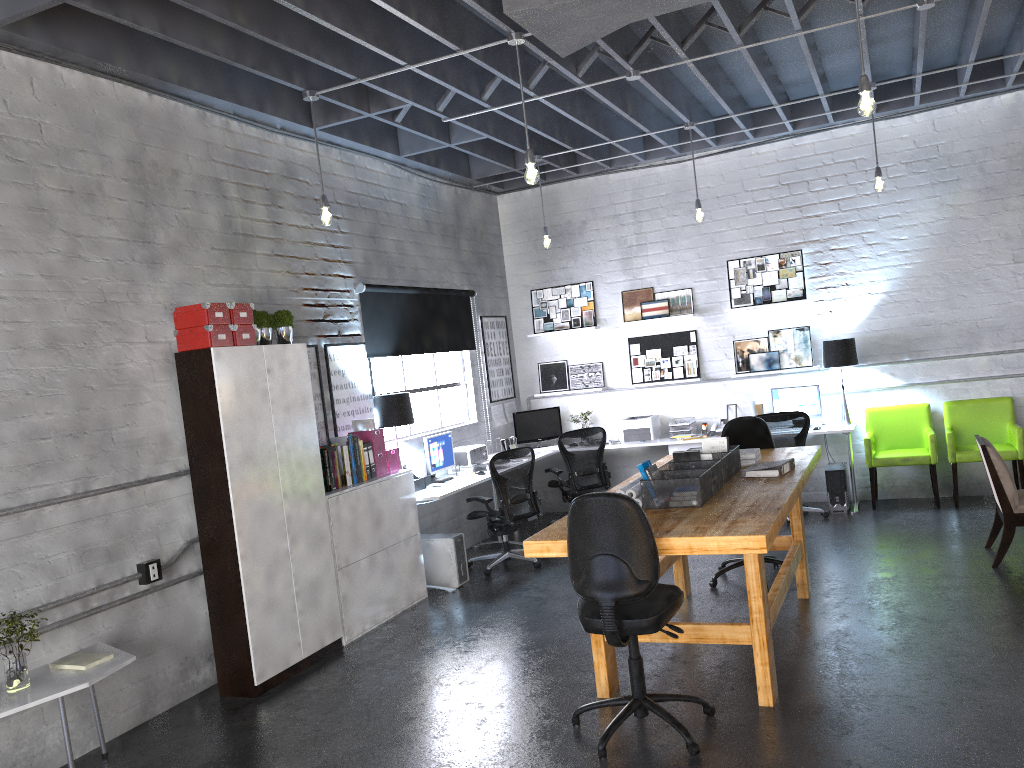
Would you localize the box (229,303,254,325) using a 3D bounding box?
[{"bbox_3d":[-1.738,-0.412,5.398,0.268,0.133,0.206,-6,2,24],"label":"box"}]

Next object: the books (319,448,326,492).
[{"bbox_3d":[-1.390,0.603,6.111,0.180,0.310,0.060,-6,3,24],"label":"books"}]

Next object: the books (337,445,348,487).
[{"bbox_3d":[-1.276,0.592,6.328,0.170,0.293,0.057,-6,3,24],"label":"books"}]

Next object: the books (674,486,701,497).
[{"bbox_3d":[0.920,0.562,4.659,0.127,0.022,0.181,-6,2,19],"label":"books"}]

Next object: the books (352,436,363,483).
[{"bbox_3d":[-1.209,0.557,6.502,0.197,0.339,0.065,-6,3,24],"label":"books"}]

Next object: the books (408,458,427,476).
[{"bbox_3d":[-0.811,0.764,7.620,0.179,0.248,0.026,-6,3,24],"label":"books"}]

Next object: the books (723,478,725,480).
[{"bbox_3d":[1.137,0.571,5.283,0.248,0.021,0.176,-6,2,25],"label":"books"}]

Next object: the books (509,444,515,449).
[{"bbox_3d":[0.015,0.681,9.440,0.037,0.076,0.101,-5,3,39],"label":"books"}]

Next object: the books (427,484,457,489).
[{"bbox_3d":[-0.587,0.853,7.414,0.158,0.012,0.209,-8,2,-43],"label":"books"}]

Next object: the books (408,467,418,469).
[{"bbox_3d":[-0.848,0.804,7.584,0.133,0.176,0.009,-6,3,19],"label":"books"}]

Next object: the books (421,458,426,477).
[{"bbox_3d":[-0.815,0.765,7.607,0.177,0.246,0.026,-6,3,24],"label":"books"}]

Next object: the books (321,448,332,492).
[{"bbox_3d":[-1.351,0.601,6.146,0.182,0.302,0.034,-6,3,24],"label":"books"}]

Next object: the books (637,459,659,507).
[{"bbox_3d":[0.750,0.524,4.723,0.108,0.234,0.165,-6,2,24],"label":"books"}]

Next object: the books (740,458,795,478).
[{"bbox_3d":[1.535,0.503,5.325,0.244,0.067,0.298,-6,2,34],"label":"books"}]

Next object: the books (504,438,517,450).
[{"bbox_3d":[-0.010,0.653,9.445,0.017,0.121,0.183,-5,3,39],"label":"books"}]

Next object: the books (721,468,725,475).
[{"bbox_3d":[1.133,0.531,5.281,0.248,0.021,0.176,-6,2,23],"label":"books"}]

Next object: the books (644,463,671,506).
[{"bbox_3d":[0.776,0.534,4.697,0.097,0.209,0.157,-6,2,24],"label":"books"}]

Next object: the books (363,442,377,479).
[{"bbox_3d":[-1.147,0.581,6.680,0.220,0.271,0.082,-6,3,24],"label":"books"}]

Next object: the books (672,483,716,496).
[{"bbox_3d":[1.006,0.590,4.968,0.250,0.031,0.185,-6,2,21],"label":"books"}]

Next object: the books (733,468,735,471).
[{"bbox_3d":[1.240,0.543,5.486,0.249,0.031,0.184,-6,2,26],"label":"books"}]

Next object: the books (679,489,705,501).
[{"bbox_3d":[0.928,0.583,4.663,0.141,0.021,0.203,-6,2,25],"label":"books"}]

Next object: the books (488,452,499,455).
[{"bbox_3d":[-0.100,0.712,9.142,0.297,0.006,0.210,-6,2,24],"label":"books"}]

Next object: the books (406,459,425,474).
[{"bbox_3d":[-0.823,0.768,7.592,0.173,0.243,0.026,-6,3,24],"label":"books"}]

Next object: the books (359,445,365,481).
[{"bbox_3d":[-1.176,0.588,6.542,0.161,0.266,0.026,-6,3,24],"label":"books"}]

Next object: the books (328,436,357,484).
[{"bbox_3d":[-1.230,0.557,6.445,0.176,0.346,0.052,-6,3,24],"label":"books"}]

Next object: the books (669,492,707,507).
[{"bbox_3d":[0.928,0.608,4.665,0.155,0.029,0.225,-6,2,24],"label":"books"}]

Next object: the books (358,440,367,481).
[{"bbox_3d":[-1.164,0.570,6.564,0.159,0.299,0.026,-6,3,24],"label":"books"}]

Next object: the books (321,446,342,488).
[{"bbox_3d":[-1.294,0.592,6.291,0.159,0.299,0.026,-6,3,24],"label":"books"}]

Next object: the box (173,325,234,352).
[{"bbox_3d":[-1.806,-0.267,5.213,0.270,0.131,0.206,-6,2,24],"label":"box"}]

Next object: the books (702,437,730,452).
[{"bbox_3d":[1.299,0.447,5.643,0.171,0.211,0.046,-6,3,24],"label":"books"}]

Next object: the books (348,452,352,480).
[{"bbox_3d":[-1.241,0.599,6.409,0.161,0.266,0.027,-6,3,24],"label":"books"}]

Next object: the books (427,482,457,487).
[{"bbox_3d":[-0.583,0.842,7.416,0.170,0.010,0.212,-8,2,-40],"label":"books"}]

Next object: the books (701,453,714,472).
[{"bbox_3d":[1.101,0.496,5.144,0.143,0.188,0.061,-6,3,24],"label":"books"}]

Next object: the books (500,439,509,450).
[{"bbox_3d":[-0.058,0.649,9.500,0.052,0.109,0.133,-5,3,39],"label":"books"}]

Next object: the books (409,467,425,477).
[{"bbox_3d":[-0.804,0.800,7.560,0.134,0.176,0.020,-6,3,24],"label":"books"}]

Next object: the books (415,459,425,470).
[{"bbox_3d":[-0.820,0.768,7.595,0.173,0.243,0.026,-6,3,24],"label":"books"}]

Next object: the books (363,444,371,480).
[{"bbox_3d":[-1.171,0.587,6.625,0.219,0.267,0.060,-5,3,29],"label":"books"}]

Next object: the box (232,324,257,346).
[{"bbox_3d":[-1.722,-0.282,5.403,0.270,0.131,0.206,-6,2,24],"label":"box"}]

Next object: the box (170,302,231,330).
[{"bbox_3d":[-1.821,-0.396,5.207,0.270,0.131,0.206,-6,2,24],"label":"box"}]

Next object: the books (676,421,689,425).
[{"bbox_3d":[1.786,0.407,9.285,0.134,0.008,0.203,-6,1,7],"label":"books"}]

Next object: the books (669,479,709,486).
[{"bbox_3d":[1.002,0.541,4.967,0.250,0.022,0.205,-6,2,29],"label":"books"}]

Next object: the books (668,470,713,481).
[{"bbox_3d":[0.989,0.518,4.967,0.232,0.027,0.184,-7,2,-4],"label":"books"}]

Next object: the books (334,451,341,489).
[{"bbox_3d":[-1.295,0.610,6.264,0.161,0.266,0.027,-6,3,24],"label":"books"}]

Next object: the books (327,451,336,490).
[{"bbox_3d":[-1.329,0.610,6.214,0.168,0.275,0.037,-6,3,24],"label":"books"}]

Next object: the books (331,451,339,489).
[{"bbox_3d":[-1.308,0.612,6.240,0.161,0.266,0.026,-6,3,24],"label":"books"}]

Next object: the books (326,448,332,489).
[{"bbox_3d":[-1.358,0.601,6.186,0.182,0.302,0.034,-6,3,24],"label":"books"}]

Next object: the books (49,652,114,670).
[{"bbox_3d":[-2.134,1.374,4.399,0.248,0.021,0.176,-6,2,23],"label":"books"}]

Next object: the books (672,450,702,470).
[{"bbox_3d":[1.025,0.492,5.144,0.158,0.214,0.063,-6,3,24],"label":"books"}]

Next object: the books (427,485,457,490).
[{"bbox_3d":[-0.584,0.865,7.411,0.158,0.012,0.213,-8,2,-41],"label":"books"}]

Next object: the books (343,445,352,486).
[{"bbox_3d":[-1.252,0.592,6.374,0.174,0.286,0.044,-6,3,24],"label":"books"}]

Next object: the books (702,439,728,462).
[{"bbox_3d":[1.285,0.456,5.616,0.158,0.200,0.082,-6,2,24],"label":"books"}]
